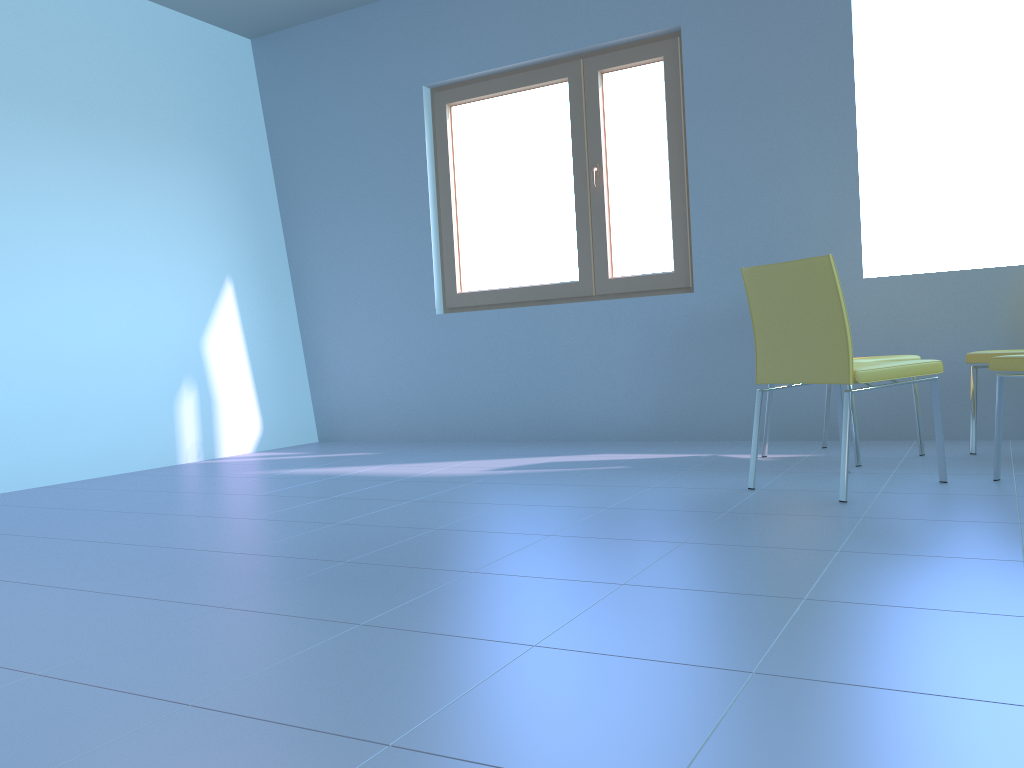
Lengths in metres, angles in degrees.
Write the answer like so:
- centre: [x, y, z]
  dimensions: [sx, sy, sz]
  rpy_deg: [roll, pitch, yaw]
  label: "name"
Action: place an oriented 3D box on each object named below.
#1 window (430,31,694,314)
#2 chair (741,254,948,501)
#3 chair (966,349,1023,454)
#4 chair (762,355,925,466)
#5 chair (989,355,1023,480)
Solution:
- centre: [0.222, -1.047, 4.635]
  dimensions: [1.475, 1.263, 0.142]
  rpy_deg: [-2, 2, 29]
  label: "window"
- centre: [1.011, -0.032, 2.749]
  dimensions: [0.484, 0.695, 0.387]
  rpy_deg: [-4, 2, -30]
  label: "chair"
- centre: [1.983, -0.104, 3.219]
  dimensions: [0.484, 0.695, 0.387]
  rpy_deg: [-4, 2, -25]
  label: "chair"
- centre: [1.249, -0.070, 3.439]
  dimensions: [0.387, 0.695, 0.484]
  rpy_deg: [-4, 2, -30]
  label: "chair"
- centre: [1.723, -0.064, 2.557]
  dimensions: [0.387, 0.699, 0.484]
  rpy_deg: [-4, 2, -25]
  label: "chair"
